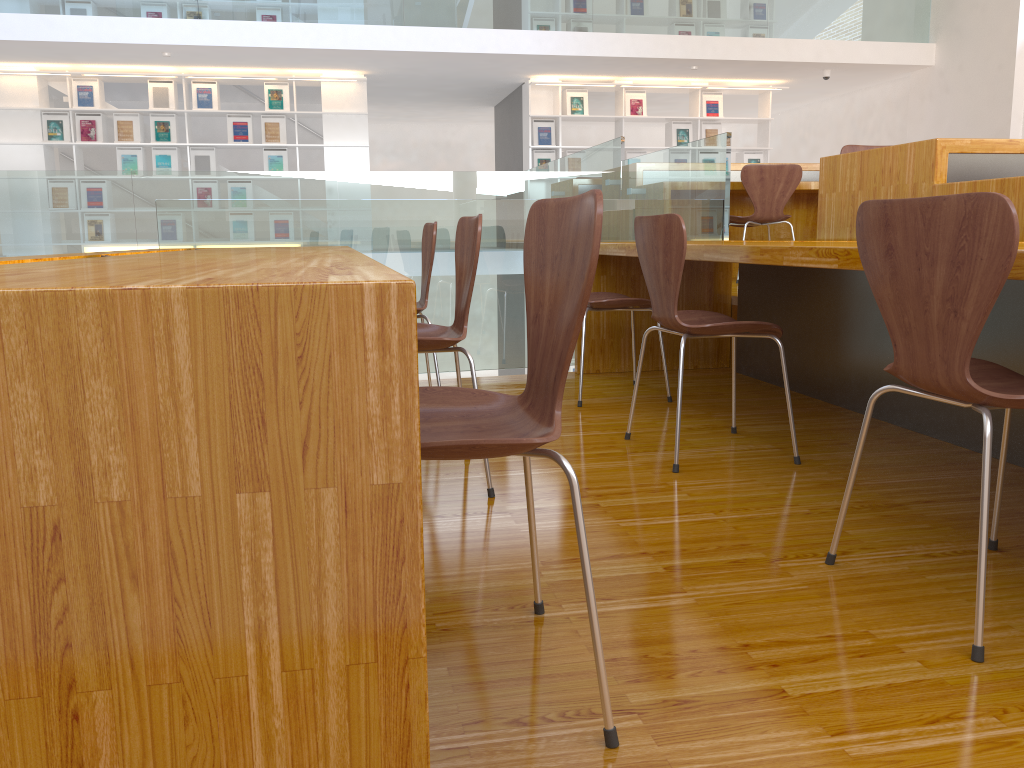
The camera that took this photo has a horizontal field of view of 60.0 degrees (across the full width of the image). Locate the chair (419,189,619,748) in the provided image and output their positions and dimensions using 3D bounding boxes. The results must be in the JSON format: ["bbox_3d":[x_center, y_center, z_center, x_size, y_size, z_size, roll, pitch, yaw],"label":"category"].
[{"bbox_3d":[-0.094,0.091,1.231,0.381,0.693,0.428,-3,10,-11],"label":"chair"}]

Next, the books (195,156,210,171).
[{"bbox_3d":[-3.176,-2.238,9.105,0.145,0.210,0.037,-3,10,-11],"label":"books"}]

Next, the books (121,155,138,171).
[{"bbox_3d":[-3.866,-2.211,8.970,0.145,0.210,0.037,-3,10,-11],"label":"books"}]

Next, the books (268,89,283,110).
[{"bbox_3d":[-2.435,-2.929,9.140,0.145,0.210,0.037,-3,10,-11],"label":"books"}]

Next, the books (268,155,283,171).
[{"bbox_3d":[-2.462,-2.274,9.242,0.145,0.210,0.037,-3,10,-11],"label":"books"}]

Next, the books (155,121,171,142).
[{"bbox_3d":[-3.537,-2.554,8.980,0.145,0.210,0.037,-3,10,-11],"label":"books"}]

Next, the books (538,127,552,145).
[{"bbox_3d":[0.363,-2.730,9.800,0.145,0.210,0.037,-3,10,-11],"label":"books"}]

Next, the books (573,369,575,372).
[{"bbox_3d":[0.786,-0.077,10.319,0.145,0.210,0.037,-3,10,-11],"label":"books"}]

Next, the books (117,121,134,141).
[{"bbox_3d":[-3.887,-2.539,8.916,0.145,0.210,0.037,-3,10,-11],"label":"books"}]

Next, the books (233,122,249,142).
[{"bbox_3d":[-2.792,-2.591,9.127,0.145,0.210,0.037,-3,10,-11],"label":"books"}]

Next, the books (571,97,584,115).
[{"bbox_3d":[0.723,-3.072,9.819,0.145,0.210,0.037,-3,10,-11],"label":"books"}]

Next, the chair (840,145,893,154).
[{"bbox_3d":[1.738,-0.742,4.010,0.428,0.693,0.381,-3,10,-11],"label":"chair"}]

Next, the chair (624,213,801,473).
[{"bbox_3d":[0.577,-0.142,2.584,0.381,0.693,0.428,-3,10,-11],"label":"chair"}]

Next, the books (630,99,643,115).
[{"bbox_3d":[1.398,-3.086,9.952,0.145,0.210,0.037,-3,10,-11],"label":"books"}]

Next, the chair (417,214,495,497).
[{"bbox_3d":[-0.271,-0.086,2.309,0.381,0.693,0.428,-3,10,-11],"label":"chair"}]

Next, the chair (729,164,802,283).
[{"bbox_3d":[1.504,-0.976,5.433,0.428,0.693,0.381,-3,10,-11],"label":"chair"}]

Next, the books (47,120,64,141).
[{"bbox_3d":[-4.526,-2.508,8.794,0.145,0.210,0.037,-3,10,-11],"label":"books"}]

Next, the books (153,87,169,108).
[{"bbox_3d":[-3.534,-2.880,8.927,0.145,0.210,0.037,-3,10,-11],"label":"books"}]

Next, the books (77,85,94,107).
[{"bbox_3d":[-4.229,-2.851,8.793,0.145,0.210,0.037,-3,10,-11],"label":"books"}]

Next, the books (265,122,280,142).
[{"bbox_3d":[-2.482,-2.602,9.187,0.145,0.210,0.037,-3,10,-11],"label":"books"}]

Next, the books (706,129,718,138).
[{"bbox_3d":[2.293,-2.816,10.177,0.145,0.210,0.037,-3,10,-11],"label":"books"}]

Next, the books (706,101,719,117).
[{"bbox_3d":[2.289,-3.126,10.125,0.145,0.210,0.037,-3,10,-11],"label":"books"}]

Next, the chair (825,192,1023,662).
[{"bbox_3d":[0.832,0.034,1.509,0.381,0.693,0.428,-3,10,-11],"label":"chair"}]

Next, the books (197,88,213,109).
[{"bbox_3d":[-3.122,-2.900,9.007,0.145,0.210,0.037,-3,10,-11],"label":"books"}]

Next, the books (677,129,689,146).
[{"bbox_3d":[1.950,-2.800,10.110,0.145,0.210,0.037,-3,10,-11],"label":"books"}]

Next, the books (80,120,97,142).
[{"bbox_3d":[-4.227,-2.525,8.850,0.145,0.210,0.037,-3,10,-11],"label":"books"}]

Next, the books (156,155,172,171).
[{"bbox_3d":[-3.549,-2.228,9.034,0.145,0.210,0.037,-3,10,-11],"label":"books"}]

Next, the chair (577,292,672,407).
[{"bbox_3d":[0.388,-0.296,3.525,0.381,0.693,0.428,-3,10,-11],"label":"chair"}]

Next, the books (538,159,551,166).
[{"bbox_3d":[0.360,-2.397,9.854,0.145,0.210,0.037,-3,10,-11],"label":"books"}]

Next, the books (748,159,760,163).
[{"bbox_3d":[2.824,-2.517,10.332,0.145,0.210,0.037,-3,10,-11],"label":"books"}]

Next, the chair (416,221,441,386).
[{"bbox_3d":[-0.460,-0.240,3.249,0.381,0.693,0.428,-3,10,-11],"label":"chair"}]
